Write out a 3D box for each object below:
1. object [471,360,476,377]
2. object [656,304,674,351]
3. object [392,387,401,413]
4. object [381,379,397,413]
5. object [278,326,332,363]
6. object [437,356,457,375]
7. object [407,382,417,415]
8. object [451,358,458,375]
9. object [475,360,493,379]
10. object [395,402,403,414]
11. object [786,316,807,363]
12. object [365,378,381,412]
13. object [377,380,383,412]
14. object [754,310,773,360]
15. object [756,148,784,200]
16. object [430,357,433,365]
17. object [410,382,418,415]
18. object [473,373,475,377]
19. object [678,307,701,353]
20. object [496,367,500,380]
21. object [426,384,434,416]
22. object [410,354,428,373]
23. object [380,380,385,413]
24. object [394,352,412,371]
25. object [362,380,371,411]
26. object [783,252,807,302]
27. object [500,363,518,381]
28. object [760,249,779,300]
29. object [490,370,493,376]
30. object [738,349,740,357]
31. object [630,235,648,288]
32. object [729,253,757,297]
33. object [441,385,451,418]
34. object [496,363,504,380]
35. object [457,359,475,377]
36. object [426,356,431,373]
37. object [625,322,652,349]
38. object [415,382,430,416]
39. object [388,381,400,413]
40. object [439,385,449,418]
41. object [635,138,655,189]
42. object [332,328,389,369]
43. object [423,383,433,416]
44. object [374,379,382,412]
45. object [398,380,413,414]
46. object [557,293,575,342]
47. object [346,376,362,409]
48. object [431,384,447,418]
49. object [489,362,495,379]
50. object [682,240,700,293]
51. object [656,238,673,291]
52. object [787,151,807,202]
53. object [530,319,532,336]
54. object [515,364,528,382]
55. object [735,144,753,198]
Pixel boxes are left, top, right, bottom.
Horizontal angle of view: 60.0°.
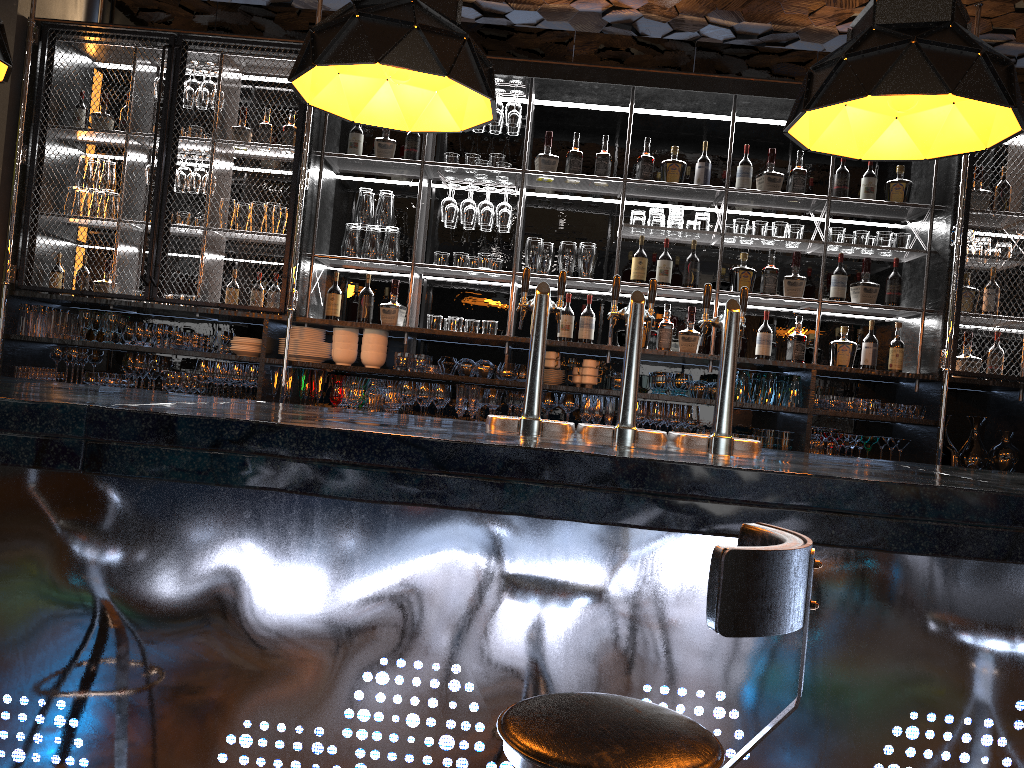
[{"bbox_3d":[-0.253,-0.089,5.032,0.093,0.099,0.093,5,-1,-11],"label":"object"},{"bbox_3d":[0.874,-0.314,5.051,0.083,0.282,0.083,5,-1,2],"label":"object"},{"bbox_3d":[-0.670,0.087,5.056,0.082,0.213,0.082,5,-1,-11],"label":"object"},{"bbox_3d":[-0.682,0.084,4.876,0.082,0.213,0.082,5,-1,31],"label":"object"},{"bbox_3d":[-1.162,-0.222,5.007,0.306,0.195,0.300,5,-1,3],"label":"object"},{"bbox_3d":[-0.362,-0.100,4.930,0.109,0.100,0.109,6,-1,-15],"label":"object"},{"bbox_3d":[-0.579,0.093,5.005,0.084,0.216,0.084,5,-1,14],"label":"object"},{"bbox_3d":[-0.358,-0.098,5.089,0.109,0.100,0.109,6,-1,-15],"label":"object"},{"bbox_3d":[-0.156,-0.081,4.874,0.093,0.099,0.093,5,-1,21],"label":"object"},{"bbox_3d":[-0.665,0.088,5.144,0.082,0.213,0.082,5,-1,-8],"label":"object"},{"bbox_3d":[1.617,-0.244,5.031,0.083,0.282,0.083,5,-1,-13],"label":"object"},{"bbox_3d":[-0.774,0.076,4.881,0.082,0.213,0.082,5,-1,35],"label":"object"},{"bbox_3d":[-0.767,0.078,5.059,0.082,0.213,0.082,5,-1,33],"label":"object"},{"bbox_3d":[1.436,-0.270,5.043,0.086,0.298,0.086,6,-1,-40],"label":"object"},{"bbox_3d":[1.466,-1.195,5.033,0.123,0.279,0.123,5,-1,-10],"label":"object"},{"bbox_3d":[-0.508,-0.111,5.152,0.089,0.100,0.100,5,-1,-5],"label":"object"},{"bbox_3d":[-0.580,0.095,5.141,0.084,0.216,0.084,5,-1,40],"label":"object"},{"bbox_3d":[-0.251,-0.088,5.137,0.093,0.099,0.093,5,-1,3],"label":"object"},{"bbox_3d":[1.011,-0.299,5.033,0.123,0.279,0.123,5,-1,15],"label":"object"},{"bbox_3d":[-0.045,-0.067,5.131,0.095,0.096,0.095,5,-1,18],"label":"object"},{"bbox_3d":[-0.488,0.103,5.132,0.084,0.216,0.084,5,-1,0],"label":"object"},{"bbox_3d":[-0.519,-0.114,4.930,0.089,0.100,0.100,5,-1,38],"label":"object"},{"bbox_3d":[-0.762,0.079,5.148,0.082,0.213,0.082,5,-1,1],"label":"object"},{"bbox_3d":[-0.602,-0.122,4.877,0.100,0.100,0.089,5,-1,6],"label":"object"},{"bbox_3d":[-0.863,0.070,5.148,0.082,0.213,0.082,5,-1,32],"label":"object"},{"bbox_3d":[1.603,-0.608,5.022,0.123,0.279,0.123,5,-1,15],"label":"object"},{"bbox_3d":[-0.016,-0.067,4.860,0.095,0.096,0.095,6,-1,-25],"label":"object"},{"bbox_3d":[1.466,-0.624,5.040,0.083,0.282,0.083,5,-1,2],"label":"object"},{"bbox_3d":[-0.157,-0.080,4.978,0.093,0.099,0.093,6,-1,-27],"label":"object"},{"bbox_3d":[1.255,-0.287,5.016,0.086,0.297,0.086,5,-1,35],"label":"object"},{"bbox_3d":[0.730,-0.700,5.065,0.086,0.299,0.086,6,-1,-40],"label":"object"},{"bbox_3d":[1.311,-0.620,5.043,0.151,0.248,0.094,5,-1,-10],"label":"object"},{"bbox_3d":[-0.397,0.112,5.136,0.084,0.216,0.084,5,-1,24],"label":"object"},{"bbox_3d":[-0.039,-0.068,4.965,0.095,0.096,0.095,5,-1,2],"label":"object"},{"bbox_3d":[-0.255,-0.090,4.924,0.093,0.099,0.093,5,-1,18],"label":"object"},{"bbox_3d":[-0.516,-0.112,5.052,0.089,0.100,0.100,5,-1,43],"label":"object"},{"bbox_3d":[0.719,-0.310,5.054,0.151,0.248,0.094,5,-1,-10],"label":"object"},{"bbox_3d":[-0.495,0.100,4.867,0.084,0.216,0.084,5,-1,17],"label":"object"},{"bbox_3d":[-0.673,0.086,4.967,0.082,0.213,0.082,6,-1,-17],"label":"object"},{"bbox_3d":[-0.403,0.110,5.002,0.084,0.216,0.084,5,-1,44],"label":"object"},{"bbox_3d":[0.762,-1.263,5.065,0.083,0.282,0.083,5,-1,-13],"label":"object"},{"bbox_3d":[-0.854,-0.204,4.966,0.309,0.216,0.149,5,-1,-1],"label":"object"},{"bbox_3d":[-0.489,0.102,4.999,0.084,0.216,0.084,5,-1,-6],"label":"object"},{"bbox_3d":[-0.770,0.077,4.968,0.082,0.213,0.082,6,-1,-19],"label":"object"},{"bbox_3d":[-0.588,0.091,4.871,0.084,0.216,0.084,5,-1,-10],"label":"object"},{"bbox_3d":[0.314,-0.374,5.097,0.086,0.298,0.086,6,-1,-40],"label":"object"},{"bbox_3d":[-0.877,0.066,4.884,0.082,0.213,0.082,5,-1,31],"label":"object"},{"bbox_3d":[-0.404,0.108,4.865,0.084,0.216,0.084,5,-1,44],"label":"object"},{"bbox_3d":[-0.149,-0.079,5.080,0.093,0.099,0.093,5,-1,-11],"label":"object"},{"bbox_3d":[1.026,-0.673,5.054,0.086,0.297,0.086,6,-1,-40],"label":"object"},{"bbox_3d":[0.876,-0.687,5.087,0.086,0.298,0.086,6,-1,-40],"label":"object"},{"bbox_3d":[1.626,-1.182,5.042,0.083,0.282,0.083,5,-1,2],"label":"object"},{"bbox_3d":[0.157,-0.388,5.076,0.086,0.299,0.086,6,-1,-40],"label":"object"},{"bbox_3d":[0.057,-0.059,4.930,0.095,0.096,0.095,5,-1,26],"label":"object"},{"bbox_3d":[1.327,-1.218,5.058,0.086,0.298,0.086,6,-1,-40],"label":"object"}]
